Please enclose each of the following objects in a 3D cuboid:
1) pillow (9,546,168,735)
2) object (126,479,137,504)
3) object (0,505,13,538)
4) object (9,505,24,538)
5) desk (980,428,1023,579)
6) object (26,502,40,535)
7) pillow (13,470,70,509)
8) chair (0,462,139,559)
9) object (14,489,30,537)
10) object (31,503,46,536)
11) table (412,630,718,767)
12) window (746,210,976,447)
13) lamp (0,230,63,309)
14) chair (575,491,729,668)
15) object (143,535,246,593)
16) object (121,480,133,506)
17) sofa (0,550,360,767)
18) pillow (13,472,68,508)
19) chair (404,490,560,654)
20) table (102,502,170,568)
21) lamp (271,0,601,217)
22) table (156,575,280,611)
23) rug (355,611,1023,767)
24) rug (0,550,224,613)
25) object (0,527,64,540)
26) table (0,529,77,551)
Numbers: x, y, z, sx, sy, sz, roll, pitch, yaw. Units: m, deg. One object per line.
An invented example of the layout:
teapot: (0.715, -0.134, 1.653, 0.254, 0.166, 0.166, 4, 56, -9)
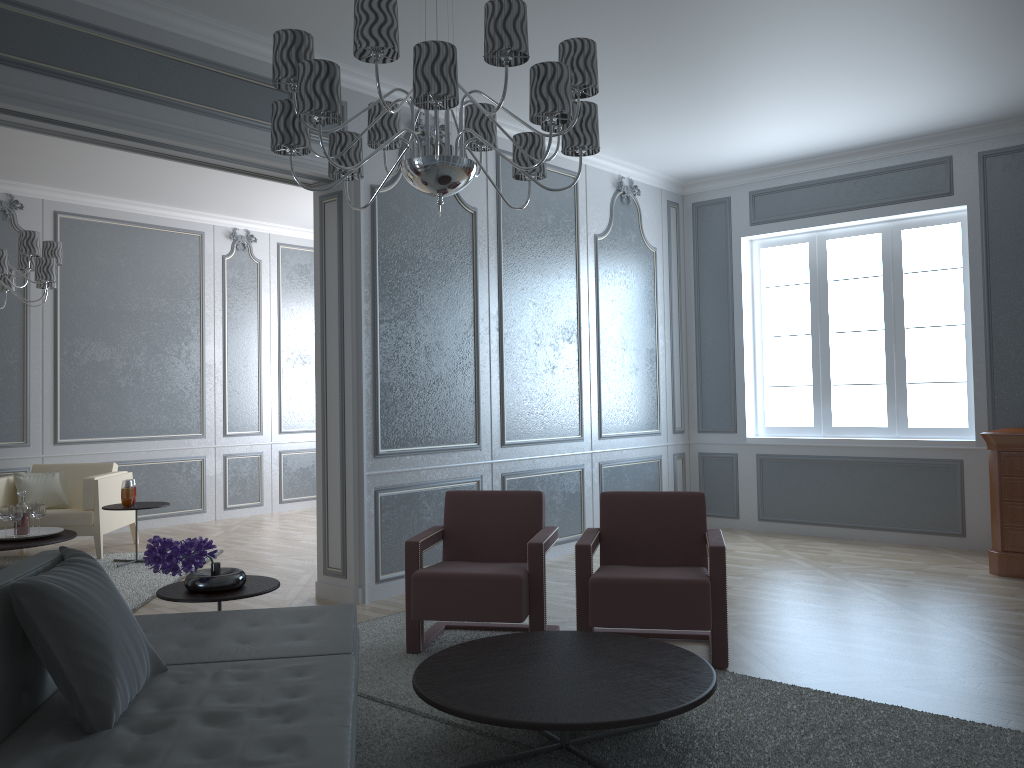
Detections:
pillow: (-0.942, 0.568, 1.994, 0.253, 0.354, 0.422, -1, -1, -12)
object: (-2.528, 0.714, 5.872, 0.075, 0.166, 0.075, -1, -2, 0)
object: (-3.109, 0.845, 5.446, 0.080, 0.196, 0.080, -2, -2, 24)
object: (-3.021, 0.842, 5.402, 0.080, 0.196, 0.080, -3, -3, 44)
desk: (3.598, 0.650, 4.681, 1.874, 0.800, 0.773, -2, -2, 40)
object: (-3.011, 0.845, 5.574, 0.080, 0.196, 0.080, -2, -2, 24)
pillow: (-3.365, 0.763, 6.352, 0.351, 0.276, 0.184, 0, -2, -43)
chair: (-3.217, 0.891, 6.298, 0.855, 0.621, 0.737, -1, -1, -4)
object: (-3.037, 0.797, 5.494, 0.086, 0.290, 0.086, 0, -2, -28)
object: (-2.947, 0.843, 5.520, 0.080, 0.196, 0.080, -2, -2, 24)
table: (0.153, 0.956, 2.600, 0.882, 0.239, 0.882, 0, -1, -32)
window: (2.504, -0.362, 6.438, 1.599, 1.582, 0.349, -2, -2, 41)
lamp: (-3.239, -1.001, 5.295, 0.976, 1.120, 0.976, -2, -2, 29)
chair: (0.559, 0.767, 3.555, 0.576, 0.620, 0.606, -1, -2, 11)
object: (-1.059, 0.600, 3.001, 0.206, 0.221, 0.425, -1, -1, 11)
object: (-2.512, 0.712, 5.787, 0.075, 0.166, 0.075, -2, -2, 30)
sofa: (-0.731, 0.734, 1.796, 0.810, 0.668, 2.203, -1, -1, -9)
pillow: (-3.333, 0.761, 6.270, 0.163, 0.245, 0.312, -2, -2, 35)
chair: (-0.124, 0.782, 3.715, 0.576, 0.620, 0.606, -1, -2, 11)
table: (-2.461, 0.987, 5.812, 0.414, 0.385, 0.414, -1, -1, -2)
lamp: (-0.233, -1.102, 2.706, 0.976, 1.120, 0.976, -2, -2, 29)
table: (-1.026, 0.905, 3.113, 0.414, 0.385, 0.414, -2, -2, 28)
rug: (0.078, 1.072, 2.573, 3.203, 0.010, 2.018, -2, -1, 41)
rug: (-2.959, 1.173, 5.177, 2.000, 0.010, 1.999, -1, -1, -4)
object: (-3.030, 0.931, 5.478, 0.468, 0.028, 0.468, 0, -1, -37)
table: (-3.149, 1.066, 5.420, 0.882, 0.239, 0.882, -2, -1, 38)
